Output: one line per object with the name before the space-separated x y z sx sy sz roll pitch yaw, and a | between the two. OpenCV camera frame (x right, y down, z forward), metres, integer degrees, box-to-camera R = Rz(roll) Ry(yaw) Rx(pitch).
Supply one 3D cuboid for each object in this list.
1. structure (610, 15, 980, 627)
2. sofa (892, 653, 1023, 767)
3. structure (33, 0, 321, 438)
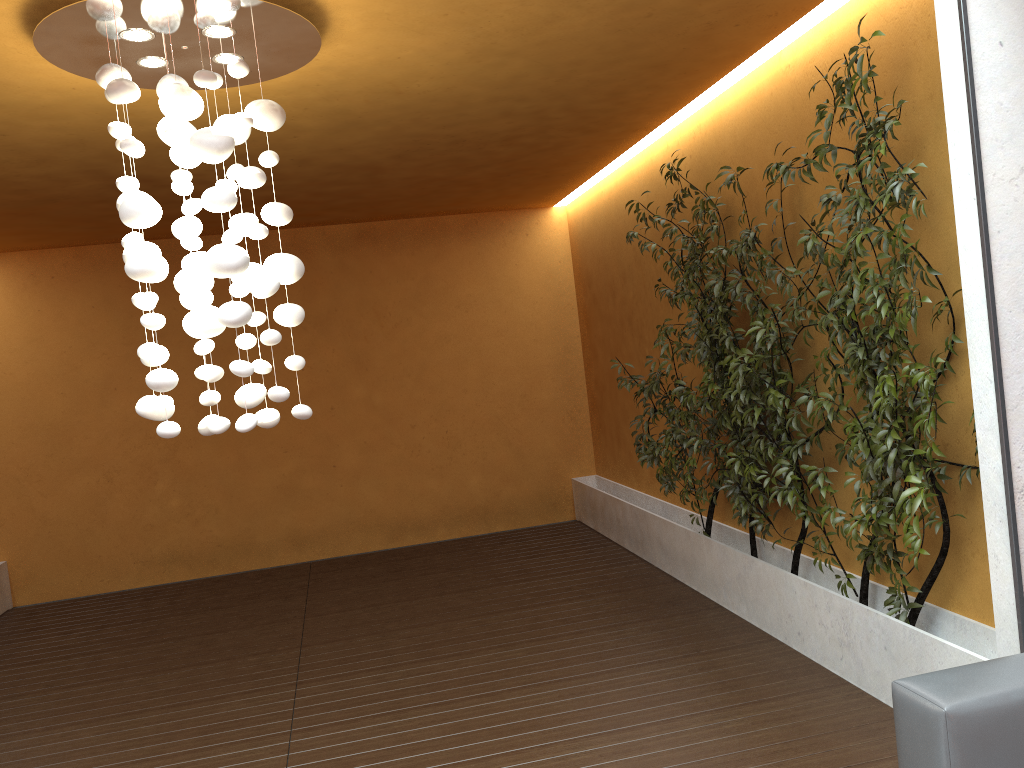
structure | 1.205 -0.148 4.483 0.622 2.483 3.166 -7 2 -12
sofa | 1.701 1.073 1.567 0.943 0.652 2.025 -7 2 -11
structure | -1.138 -0.562 3.326 1.002 1.529 1.002 -5 3 37
